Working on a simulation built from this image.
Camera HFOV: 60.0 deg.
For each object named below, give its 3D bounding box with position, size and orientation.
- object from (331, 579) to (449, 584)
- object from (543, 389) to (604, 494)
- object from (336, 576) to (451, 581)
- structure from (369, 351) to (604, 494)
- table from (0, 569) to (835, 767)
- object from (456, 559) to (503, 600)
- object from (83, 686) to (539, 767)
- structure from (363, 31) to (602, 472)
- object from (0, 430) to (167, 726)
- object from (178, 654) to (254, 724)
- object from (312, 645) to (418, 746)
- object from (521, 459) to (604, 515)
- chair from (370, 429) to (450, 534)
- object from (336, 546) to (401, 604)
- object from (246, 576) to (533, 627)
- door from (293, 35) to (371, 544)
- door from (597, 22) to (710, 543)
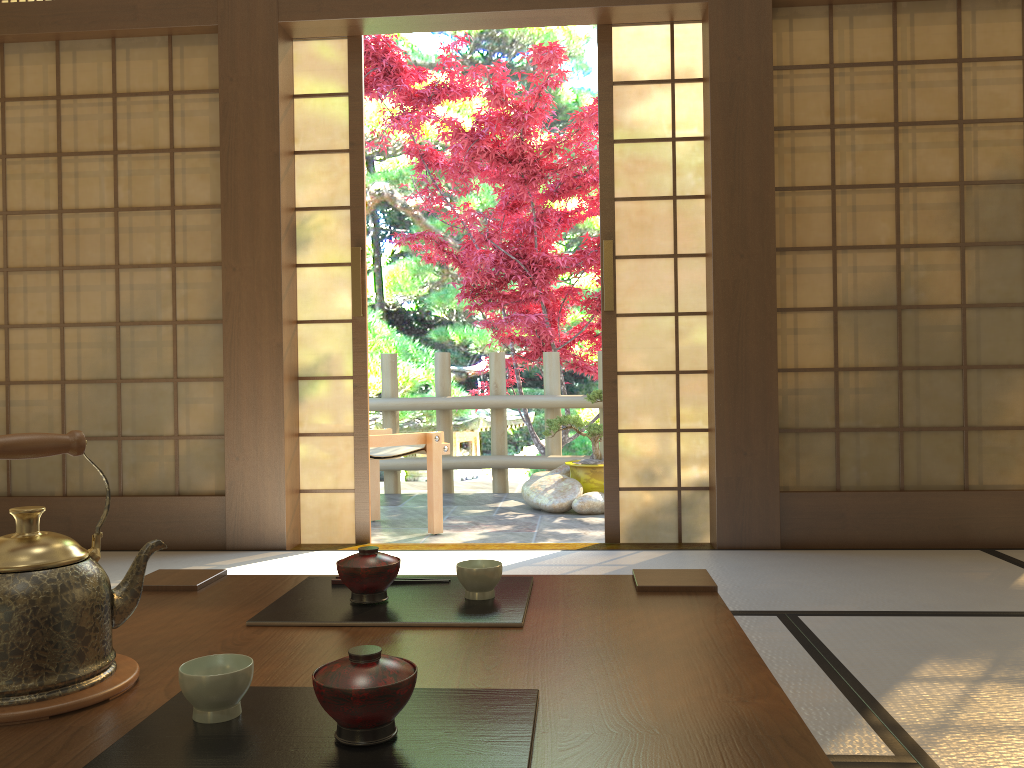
[{"bbox_3d":[-0.207,0.335,1.509,0.200,0.008,0.008,-1,0,0],"label":"object"},{"bbox_3d":[0.738,0.098,5.764,1.032,1.362,0.586,-1,0,30],"label":"object"},{"bbox_3d":[-0.205,0.335,1.526,0.200,0.008,0.008,-1,0,5],"label":"object"},{"bbox_3d":[0.743,0.308,6.400,7.456,1.136,0.245,-1,0,4],"label":"structure"},{"bbox_3d":[-0.189,0.511,1.106,1.000,0.350,1.000,-1,0,4],"label":"table"},{"bbox_3d":[-0.051,0.310,1.403,0.073,0.052,0.074,-1,0,-43],"label":"object"},{"bbox_3d":[-0.180,0.342,0.842,0.400,0.007,0.300,-1,0,4],"label":"object"},{"bbox_3d":[-0.009,-1.072,7.285,3.412,4.004,3.045,-1,0,37],"label":"structure"},{"bbox_3d":[-0.547,0.203,1.018,0.219,0.296,0.226,-1,0,-1],"label":"object"},{"bbox_3d":[-0.304,0.315,0.913,0.073,0.052,0.074,-1,0,-43],"label":"object"},{"bbox_3d":[-0.140,0.295,0.851,0.100,0.080,0.100,-1,0,4],"label":"object"},{"bbox_3d":[0.690,0.651,5.756,1.260,0.276,1.147,-1,0,0],"label":"object"},{"bbox_3d":[-0.815,0.497,4.779,0.704,0.598,0.698,-1,0,-39],"label":"chair"},{"bbox_3d":[-0.224,0.296,1.386,0.100,0.080,0.100,-1,0,4],"label":"object"},{"bbox_3d":[-0.173,0.342,1.410,0.400,0.007,0.300,-1,0,4],"label":"object"},{"bbox_3d":[-1.587,-0.389,3.958,1.894,2.380,0.073,-1,0,4],"label":"door"},{"bbox_3d":[1.327,-0.435,3.742,1.894,2.380,0.073,-1,0,4],"label":"door"}]
